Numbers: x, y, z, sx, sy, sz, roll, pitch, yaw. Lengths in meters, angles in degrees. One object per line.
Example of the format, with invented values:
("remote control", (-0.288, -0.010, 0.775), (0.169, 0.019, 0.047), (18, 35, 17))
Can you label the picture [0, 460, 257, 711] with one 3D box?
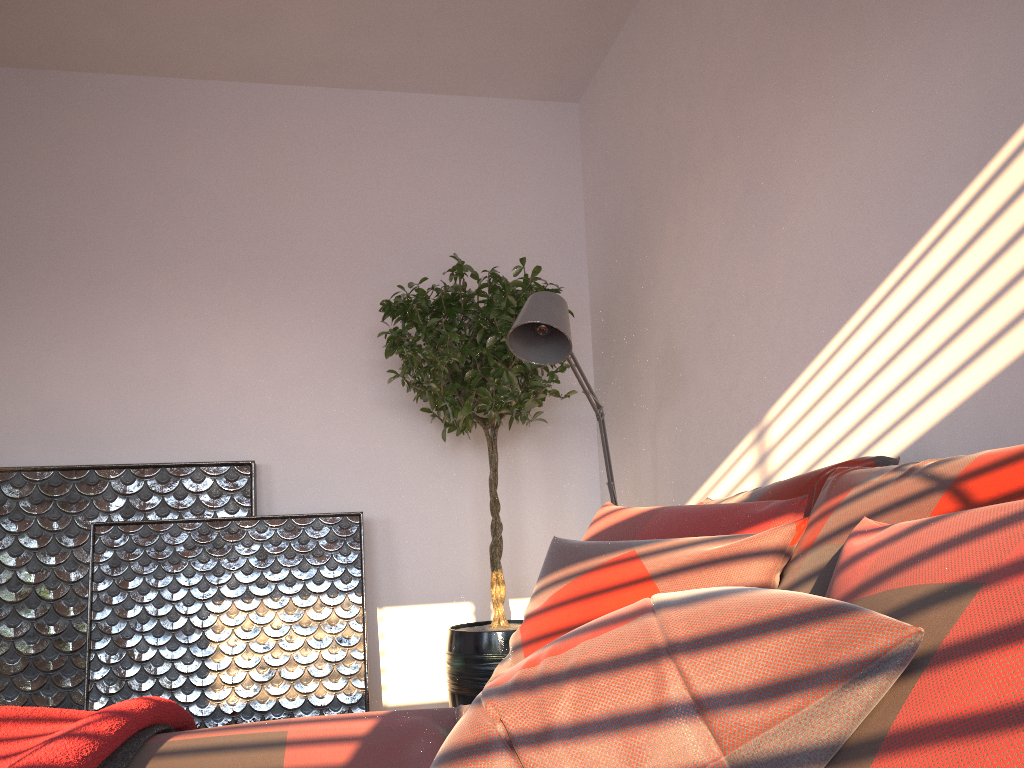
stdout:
("picture", (-1.630, 0.936, 3.409), (1.248, 1.244, 0.173), (-1, -7, -13))

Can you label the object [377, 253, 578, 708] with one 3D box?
("object", (-0.116, 0.492, 3.537), (0.801, 2.006, 0.818), (-2, -7, -9))

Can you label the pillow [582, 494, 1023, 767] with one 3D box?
("pillow", (0.361, 0.434, 1.473), (0.527, 0.547, 1.828), (-1, -9, -12))

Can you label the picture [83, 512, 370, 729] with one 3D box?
("picture", (-1.076, 1.024, 3.401), (1.025, 1.020, 0.211), (-1, -7, -13))

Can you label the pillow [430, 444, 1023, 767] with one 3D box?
("pillow", (0.346, 0.449, 1.385), (1.144, 0.728, 2.158), (0, -9, -14))

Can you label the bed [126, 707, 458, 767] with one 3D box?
("bed", (-0.240, 0.738, 1.228), (2.313, 0.764, 2.052), (-1, -9, -13))

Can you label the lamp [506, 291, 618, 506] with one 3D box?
("lamp", (0.208, 0.321, 2.835), (0.280, 1.120, 0.792), (-6, -8, 28))

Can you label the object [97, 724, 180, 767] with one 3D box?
("object", (-1.021, 0.841, 1.035), (1.121, 0.564, 2.525), (-1, -10, -12))

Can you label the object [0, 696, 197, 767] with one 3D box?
("object", (-0.891, 0.816, 1.105), (0.683, 0.655, 2.665), (-1, -9, -12))
